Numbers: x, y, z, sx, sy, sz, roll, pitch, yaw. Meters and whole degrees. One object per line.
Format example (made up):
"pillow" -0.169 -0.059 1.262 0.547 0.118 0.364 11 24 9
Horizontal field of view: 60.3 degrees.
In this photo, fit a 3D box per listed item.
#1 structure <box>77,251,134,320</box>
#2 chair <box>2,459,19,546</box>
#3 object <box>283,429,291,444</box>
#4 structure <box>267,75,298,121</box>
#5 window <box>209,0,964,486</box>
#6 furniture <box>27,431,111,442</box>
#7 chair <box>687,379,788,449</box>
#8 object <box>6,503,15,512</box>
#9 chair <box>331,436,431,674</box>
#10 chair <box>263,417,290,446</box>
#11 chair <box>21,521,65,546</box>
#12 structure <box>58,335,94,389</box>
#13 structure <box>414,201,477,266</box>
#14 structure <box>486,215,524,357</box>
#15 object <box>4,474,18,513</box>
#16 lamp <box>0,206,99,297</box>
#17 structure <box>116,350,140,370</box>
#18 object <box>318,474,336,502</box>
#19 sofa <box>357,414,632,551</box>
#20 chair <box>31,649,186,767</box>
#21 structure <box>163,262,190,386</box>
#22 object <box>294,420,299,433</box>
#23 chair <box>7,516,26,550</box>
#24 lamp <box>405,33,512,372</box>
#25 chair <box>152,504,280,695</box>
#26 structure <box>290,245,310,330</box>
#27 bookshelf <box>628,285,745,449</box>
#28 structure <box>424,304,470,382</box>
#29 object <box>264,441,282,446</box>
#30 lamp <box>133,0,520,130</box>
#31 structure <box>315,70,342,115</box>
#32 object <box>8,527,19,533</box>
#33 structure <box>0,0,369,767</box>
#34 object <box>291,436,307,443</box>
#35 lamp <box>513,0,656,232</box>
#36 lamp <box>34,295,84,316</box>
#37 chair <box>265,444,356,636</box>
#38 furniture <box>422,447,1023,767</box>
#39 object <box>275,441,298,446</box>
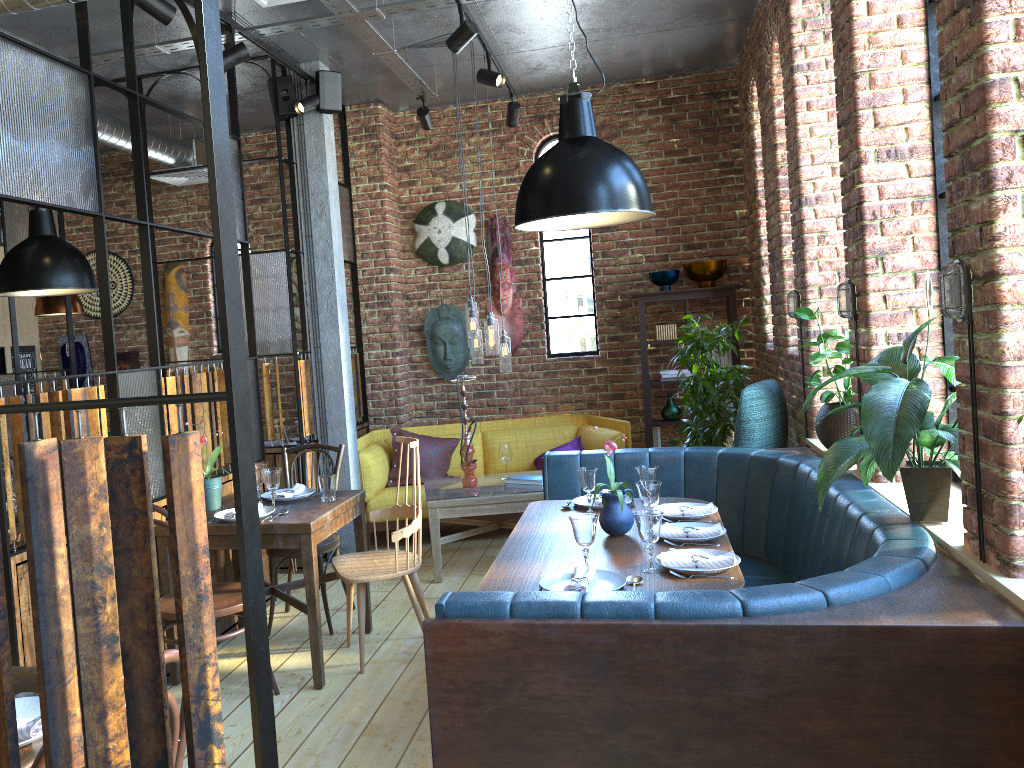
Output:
"structure" -3.688 -0.887 7.895 0.674 0.618 0.078 -4 2 12
"chair" -2.853 0.908 5.184 0.535 0.914 0.395 -3 2 16
"object" -1.699 0.402 6.630 0.088 0.119 0.080 -2 3 42
"structure" -1.500 -1.866 5.768 0.180 0.267 0.169 -5 2 -16
"window" 0.730 -0.861 4.431 3.326 2.426 8.827 -6 4 -24
"furniture" -3.659 0.885 7.242 1.472 0.821 1.465 -4 3 11
"chair" 1.020 0.543 5.009 1.078 1.096 0.773 -2 3 35
"object" -2.710 0.645 4.580 0.276 0.051 0.317 -3 4 14
"chair" -0.610 0.773 4.121 0.440 1.004 0.549 -5 2 -18
"chair" -1.640 0.725 6.047 0.535 1.004 0.452 -4 2 -2
"chair" -2.144 0.941 3.851 0.535 0.914 0.395 -3 2 16
"structure" -3.970 -0.160 7.986 0.331 0.558 0.112 -4 2 13
"structure" -0.542 -1.213 7.103 0.542 0.520 0.144 -4 2 13
"structure" -0.070 -0.772 7.064 0.217 1.145 0.236 -5 2 -33
"object" -2.557 0.566 4.534 0.102 0.191 0.094 -3 3 31
"lamp" -2.579 -1.156 4.789 0.548 1.325 0.511 -3 2 24
"structure" -3.425 0.037 7.853 0.266 0.654 0.157 -4 2 12
"object" -0.880 0.497 4.210 0.085 0.119 0.084 -4 2 1
"sofa" -0.176 0.698 6.577 1.986 0.762 0.794 -4 3 -3
"chair" -0.899 0.982 1.776 0.572 0.919 0.421 -3 2 28
"structure" -2.944 -0.523 7.717 0.236 1.119 0.092 -4 2 13
"object" -1.550 0.364 6.489 0.102 0.191 0.094 -3 3 31
"chair" -2.080 0.966 3.382 0.535 0.914 0.395 -3 2 16
"lamp" -0.337 -1.120 5.625 0.525 2.117 0.276 -3 2 36
"chair" -1.305 0.891 3.659 0.457 0.919 0.526 -3 3 33
"structure" -1.781 -0.809 7.425 0.601 0.726 0.124 -4 2 13
"bookshelf" 1.340 0.133 6.565 0.833 1.666 0.310 -4 2 13
"structure" -0.525 -0.332 7.139 0.375 0.639 0.101 -4 2 14
"object" -1.875 0.451 6.625 0.276 0.051 0.317 -3 4 14
"lamp" -3.435 -1.574 4.108 6.389 0.273 7.098 -4 4 11
"structure" -1.200 -1.883 5.693 0.158 0.267 0.193 -6 3 -39
"object" -2.372 0.659 3.966 0.276 0.051 0.317 -3 4 14
"structure" -3.780 -0.147 3.968 5.997 3.322 5.894 -4 3 -5
"object" -1.597 0.417 6.828 0.333 0.051 0.263 -3 4 15
"lamp" 0.223 -1.268 3.292 0.551 1.325 0.508 -3 2 29
"lamp" -3.609 -1.212 6.922 0.371 1.333 0.366 -4 2 4
"chair" -1.100 0.808 4.713 0.410 0.914 0.516 -4 2 5
"furniture" 0.671 0.819 3.266 1.391 0.821 2.567 -4 4 10
"object" -1.617 0.448 6.367 0.333 0.051 0.263 -3 4 15
